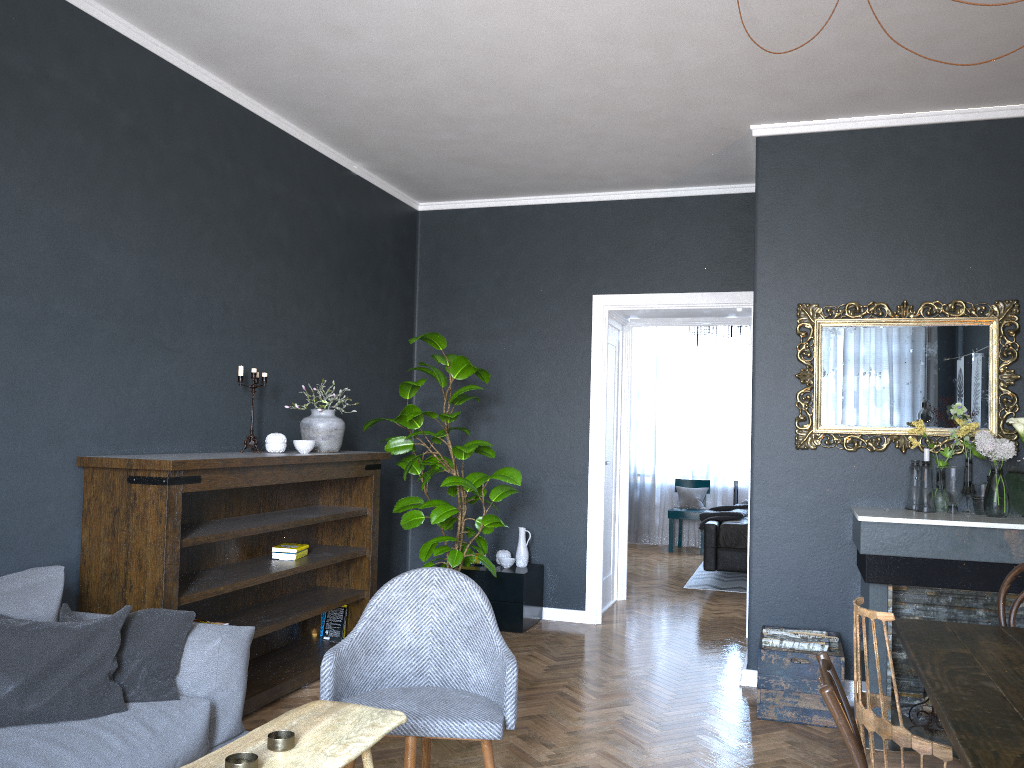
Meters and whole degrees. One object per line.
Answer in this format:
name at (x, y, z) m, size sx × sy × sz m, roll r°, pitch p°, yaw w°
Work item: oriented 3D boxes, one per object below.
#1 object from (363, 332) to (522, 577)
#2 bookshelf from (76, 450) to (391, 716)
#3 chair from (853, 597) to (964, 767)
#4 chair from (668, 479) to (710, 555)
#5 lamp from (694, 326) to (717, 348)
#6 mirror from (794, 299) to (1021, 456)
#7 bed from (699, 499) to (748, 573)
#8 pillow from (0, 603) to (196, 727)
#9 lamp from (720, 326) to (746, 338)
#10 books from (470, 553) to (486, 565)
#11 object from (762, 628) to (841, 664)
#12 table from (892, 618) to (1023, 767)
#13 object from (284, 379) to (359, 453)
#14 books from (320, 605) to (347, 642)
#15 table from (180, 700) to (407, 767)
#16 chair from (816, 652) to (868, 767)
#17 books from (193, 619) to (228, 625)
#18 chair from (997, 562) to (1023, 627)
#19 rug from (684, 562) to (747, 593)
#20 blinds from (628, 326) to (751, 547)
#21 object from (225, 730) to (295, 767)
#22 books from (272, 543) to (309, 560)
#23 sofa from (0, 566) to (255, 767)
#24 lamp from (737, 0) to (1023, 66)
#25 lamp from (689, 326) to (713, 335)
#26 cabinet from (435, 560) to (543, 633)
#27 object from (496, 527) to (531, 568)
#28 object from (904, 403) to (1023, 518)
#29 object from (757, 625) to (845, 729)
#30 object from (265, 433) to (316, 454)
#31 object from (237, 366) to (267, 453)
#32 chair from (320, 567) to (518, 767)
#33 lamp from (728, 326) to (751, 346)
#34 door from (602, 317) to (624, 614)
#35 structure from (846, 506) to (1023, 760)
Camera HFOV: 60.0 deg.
object at (-0.426, 0.648, 5.420) m, size 1.118 × 1.898 × 0.764 m, roll 1°, pitch -2°, yaw 12°
bookshelf at (-1.233, 0.929, 4.337) m, size 0.451 × 1.171 × 1.920 m, roll 1°, pitch -3°, yaw 18°
chair at (1.147, 1.058, 2.501) m, size 0.384 × 0.856 × 0.456 m, roll 1°, pitch -2°, yaw 3°
chair at (2.025, 1.496, 10.098) m, size 0.435 × 0.798 × 0.593 m, roll 1°, pitch -2°, yaw 18°
lamp at (1.947, -0.768, 8.901) m, size 0.210 × 0.804 × 0.210 m, roll 0°, pitch -2°, yaw 32°
mirror at (1.996, -0.037, 4.520) m, size 1.056 × 0.784 × 0.067 m, roll 1°, pitch -2°, yaw 18°
bed at (2.989, 1.247, 8.265) m, size 2.375 × 1.161 × 2.267 m, roll 1°, pitch -3°, yaw 18°
pillow at (-1.411, 0.852, 2.813) m, size 0.442 × 0.361 × 0.798 m, roll 0°, pitch -3°, yaw 36°
lamp at (2.038, -0.821, 8.159) m, size 0.210 × 0.769 × 0.210 m, roll 0°, pitch -2°, yaw 32°
books at (-0.285, 1.210, 6.143) m, size 0.214 × 0.066 × 0.162 m, roll 1°, pitch -3°, yaw 13°
object at (1.416, 1.343, 4.344) m, size 0.370 × 0.246 × 0.533 m, roll 1°, pitch -3°, yaw 18°
table at (1.559, 1.105, 2.037) m, size 1.126 × 0.727 × 1.605 m, roll 1°, pitch -3°, yaw 18°
object at (-1.043, 0.169, 4.869) m, size 0.385 × 0.412 × 0.275 m, roll 2°, pitch -2°, yaw -4°
books at (-1.024, 1.376, 5.116) m, size 0.179 × 0.193 × 0.123 m, roll 1°, pitch -2°, yaw 21°
table at (-0.548, 1.142, 2.088) m, size 0.339 × 0.549 × 0.788 m, roll 1°, pitch -3°, yaw 18°
chair at (0.894, 1.033, 1.896) m, size 0.467 × 0.819 × 0.363 m, roll 1°, pitch -2°, yaw 18°
books at (-1.386, 1.029, 3.740) m, size 0.218 × 0.013 × 0.305 m, roll 0°, pitch -3°, yaw 22°
chair at (1.819, 1.056, 2.840) m, size 0.438 × 0.920 × 0.549 m, roll 1°, pitch -2°, yaw 20°
rug at (2.474, 1.820, 8.371) m, size 1.458 × 0.013 × 2.046 m, roll 1°, pitch -3°, yaw 18°
blinds at (2.707, 0.527, 10.355) m, size 3.992 × 2.787 × 0.312 m, roll 1°, pitch -2°, yaw 18°
object at (-0.608, 0.845, 1.979) m, size 0.103 × 0.033 × 0.369 m, roll 0°, pitch -3°, yaw 28°
books at (-1.154, 0.911, 4.688) m, size 0.174 × 0.113 × 0.197 m, roll 1°, pitch -3°, yaw 7°
sofa at (-1.657, 0.995, 2.231) m, size 0.970 × 0.797 × 2.342 m, roll 1°, pitch -3°, yaw 17°
lamp at (1.104, -0.739, 2.458) m, size 0.583 × 1.573 × 1.591 m, roll 3°, pitch -3°, yaw -41°
lamp at (1.826, -0.840, 8.534) m, size 0.210 × 0.713 × 0.210 m, roll 0°, pitch -2°, yaw 32°
cabinet at (-0.165, 1.436, 6.060) m, size 0.650 × 0.390 × 0.456 m, roll 1°, pitch -3°, yaw 18°
object at (-0.023, 1.111, 6.063) m, size 0.229 × 0.268 × 0.228 m, roll 3°, pitch -3°, yaw -38°
object at (2.267, 0.353, 4.198) m, size 0.727 × 0.546 × 0.474 m, roll 1°, pitch -3°, yaw 21°
object at (1.410, 1.419, 4.342) m, size 0.383 × 0.326 × 0.553 m, roll 1°, pitch -3°, yaw 18°
object at (-1.131, 0.303, 4.537) m, size 0.255 × 0.103 × 0.118 m, roll 2°, pitch -3°, yaw -17°
object at (-1.315, 0.126, 4.441) m, size 0.130 × 0.437 × 0.145 m, roll 3°, pitch -3°, yaw -36°
chair at (-0.314, 1.062, 2.996) m, size 0.645 × 0.810 × 0.495 m, roll 2°, pitch -2°, yaw -4°
lamp at (2.337, -0.776, 9.099) m, size 0.210 × 0.746 × 0.210 m, roll 0°, pitch -2°, yaw 32°
door at (0.693, 0.588, 6.647) m, size 0.162 × 2.185 × 0.857 m, roll 1°, pitch -2°, yaw 18°
structure at (2.090, 1.105, 4.053) m, size 1.065 × 0.980 × 0.834 m, roll 1°, pitch -3°, yaw 18°
